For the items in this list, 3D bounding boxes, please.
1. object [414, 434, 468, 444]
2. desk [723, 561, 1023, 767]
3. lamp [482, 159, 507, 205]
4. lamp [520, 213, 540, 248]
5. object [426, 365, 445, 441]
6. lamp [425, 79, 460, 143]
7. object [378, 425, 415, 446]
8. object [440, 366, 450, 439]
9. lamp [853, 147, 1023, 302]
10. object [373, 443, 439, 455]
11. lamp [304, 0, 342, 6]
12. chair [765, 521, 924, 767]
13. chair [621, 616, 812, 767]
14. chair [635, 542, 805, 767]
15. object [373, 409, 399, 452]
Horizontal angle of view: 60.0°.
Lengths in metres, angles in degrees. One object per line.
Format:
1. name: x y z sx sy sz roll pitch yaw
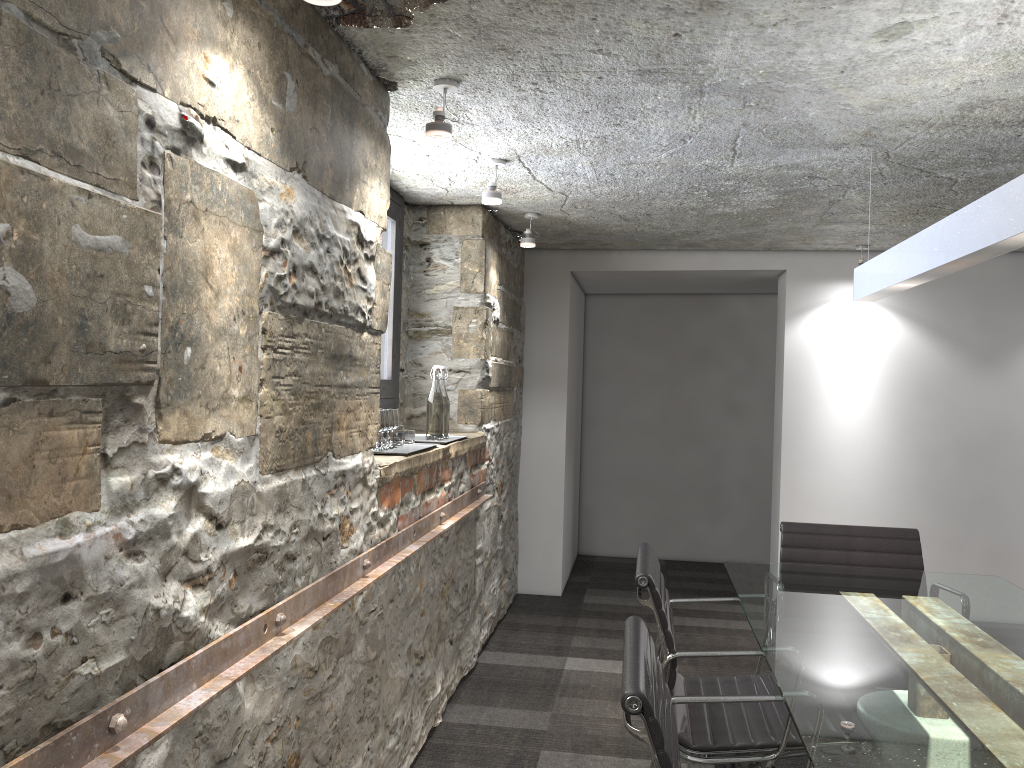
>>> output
1. object: -0.368 0.221 3.614 0.310 0.007 0.457 2 0 8
2. desk: 0.947 0.984 1.498 0.909 0.711 3.154 2 0 8
3. lamp: -0.066 -0.761 3.338 0.077 0.165 0.098 2 0 41
4. lamp: 0.087 -0.758 4.370 0.077 0.165 0.098 2 0 41
5. object: -0.306 0.076 3.563 0.073 0.300 0.073 2 0 -23
6. lamp: -0.195 -0.763 2.476 0.077 0.165 0.098 2 0 41
7. object: -0.426 0.181 3.167 0.111 0.072 0.191 2 0 16
8. object: -0.293 0.076 3.655 0.073 0.300 0.073 2 0 -23
9. lamp: 0.987 -0.551 1.495 0.073 0.524 3.159 2 0 8
10. object: -0.451 0.219 3.056 0.310 0.007 0.457 2 0 8
11. lamp: -0.329 -0.766 1.578 0.077 0.165 0.098 2 0 41
12. chair: 1.153 0.924 2.921 0.693 0.837 0.667 2 0 1
13. chair: 0.482 0.907 1.580 0.667 0.837 0.693 2 0 -1
14. chair: 0.629 0.910 2.448 0.667 0.837 0.693 2 0 0
15. object: -0.449 0.151 2.953 0.108 0.131 0.218 2 0 7
